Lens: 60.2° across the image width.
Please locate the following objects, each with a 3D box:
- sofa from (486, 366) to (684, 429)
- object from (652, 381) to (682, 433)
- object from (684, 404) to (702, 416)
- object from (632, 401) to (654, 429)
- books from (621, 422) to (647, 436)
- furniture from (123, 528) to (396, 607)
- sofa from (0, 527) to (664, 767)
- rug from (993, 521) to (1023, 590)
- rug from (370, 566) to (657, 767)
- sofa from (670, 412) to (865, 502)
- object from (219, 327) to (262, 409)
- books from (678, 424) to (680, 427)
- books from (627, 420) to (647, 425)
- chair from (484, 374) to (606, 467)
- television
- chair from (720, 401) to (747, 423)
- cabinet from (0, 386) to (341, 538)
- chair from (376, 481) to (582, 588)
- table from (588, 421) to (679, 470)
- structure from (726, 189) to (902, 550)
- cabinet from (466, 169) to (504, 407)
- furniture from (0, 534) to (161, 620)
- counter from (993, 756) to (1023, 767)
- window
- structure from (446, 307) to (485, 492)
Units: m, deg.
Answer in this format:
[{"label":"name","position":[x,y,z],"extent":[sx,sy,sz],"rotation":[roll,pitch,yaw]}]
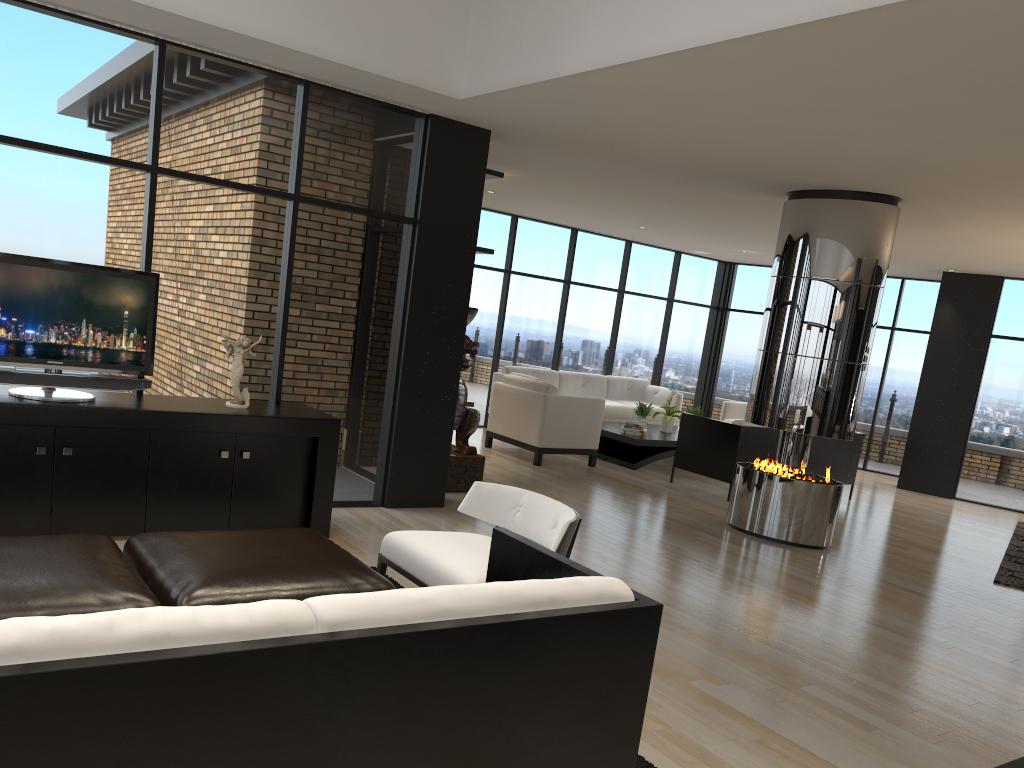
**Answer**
[{"label":"sofa","position":[1.044,0.306,11.896],"extent":[2.700,0.867,0.842],"rotation":[4,8,-36]},{"label":"object","position":[1.938,0.278,10.729],"extent":[0.356,0.640,0.364],"rotation":[5,9,-16]},{"label":"object","position":[2.251,0.435,11.011],"extent":[0.281,0.375,0.214],"rotation":[13,10,32]},{"label":"object","position":[1.556,0.376,10.529],"extent":[0.283,0.375,0.213],"rotation":[10,9,17]},{"label":"books","position":[1.395,0.512,10.066],"extent":[0.307,0.128,0.221],"rotation":[8,6,3]},{"label":"furniture","position":[-1.001,0.869,3.442],"extent":[0.829,0.490,0.816],"rotation":[4,7,-36]},{"label":"sofa","position":[-0.680,0.839,2.295],"extent":[2.036,0.814,0.826],"rotation":[4,8,-36]},{"label":"rug","position":[5.794,1.735,7.584],"extent":[2.692,0.011,3.711],"rotation":[11,5,32]},{"label":"rug","position":[-1.325,1.095,3.064],"extent":[3.040,0.012,2.447],"rotation":[5,5,-35]},{"label":"sofa","position":[2.755,0.760,9.471],"extent":[2.036,0.814,0.826],"rotation":[4,8,-36]},{"label":"object","position":[-1.585,-0.087,5.143],"extent":[0.257,0.465,0.103],"rotation":[2,11,-34]},{"label":"books","position":[2.291,0.532,11.407],"extent":[0.222,0.128,0.306],"rotation":[10,6,22]},{"label":"books","position":[1.421,0.439,10.048],"extent":[0.155,0.027,0.182],"rotation":[3,6,-45]},{"label":"chair","position":[0.369,0.383,9.697],"extent":[0.856,0.867,0.987],"rotation":[3,8,-36]},{"label":"television","position":[-2.372,-0.285,4.604],"extent":[0.935,0.721,0.402],"rotation":[6,9,-17]},{"label":"chair","position":[3.424,0.639,11.878],"extent":[0.856,0.867,0.987],"rotation":[3,8,-36]},{"label":"cabinet","position":[-2.480,0.433,4.708],"extent":[3.045,0.750,0.612],"rotation":[5,8,-36]},{"label":"chair","position":[-0.118,0.850,4.021],"extent":[0.685,0.684,0.793],"rotation":[3,8,-36]},{"label":"table","position":[1.807,0.758,10.773],"extent":[2.036,0.356,1.247],"rotation":[5,6,-36]},{"label":"structure","position":[2.385,-0.098,7.101],"extent":[0.881,2.780,0.585],"rotation":[16,12,41]},{"label":"cabinet","position":[-1.459,-0.776,8.940],"extent":[1.187,2.778,2.623],"rotation":[2,9,-34]},{"label":"furniture","position":[-1.693,0.811,2.946],"extent":[0.829,0.490,0.816],"rotation":[4,7,-36]},{"label":"counter","position":[0.572,0.500,0.305],"extent":[3.121,0.032,1.163],"rotation":[5,5,-36]},{"label":"window","position":[1.059,-1.227,5.694],"extent":[10.009,4.848,15.884],"rotation":[13,7,41]},{"label":"structure","position":[-0.563,0.056,7.421],"extent":[0.517,1.615,0.720],"rotation":[1,11,-35]}]
